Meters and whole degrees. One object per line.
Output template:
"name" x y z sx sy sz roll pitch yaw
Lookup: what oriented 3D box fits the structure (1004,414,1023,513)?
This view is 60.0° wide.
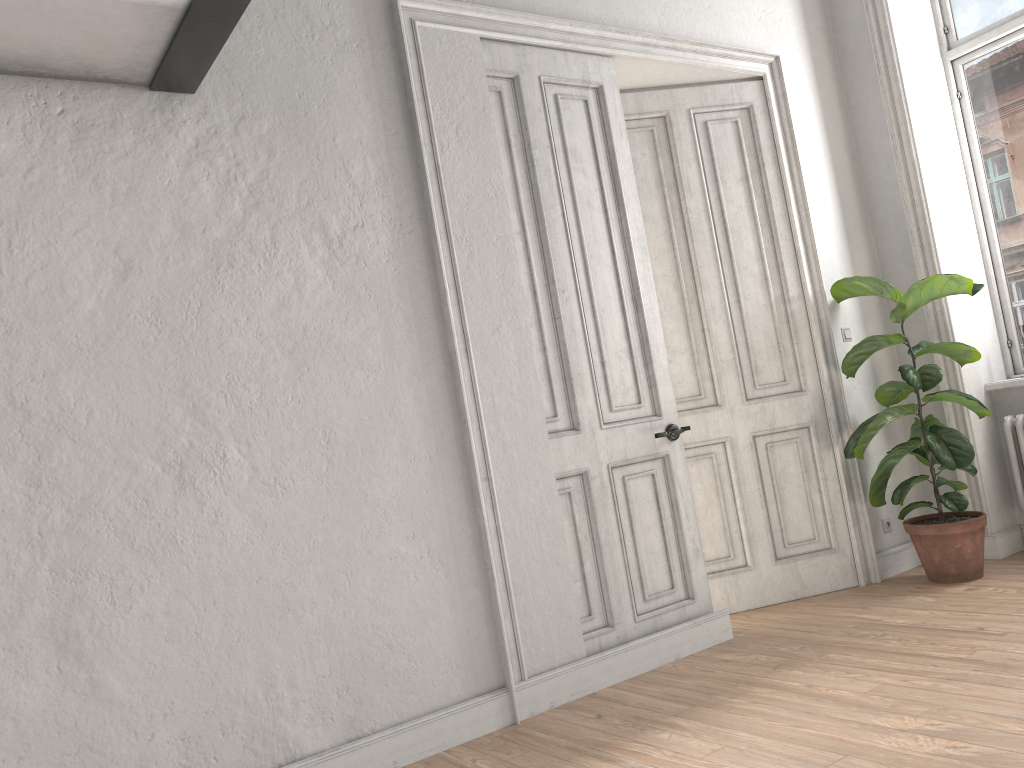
"structure" 3.828 -1.657 2.801 0.340 4.472 5.187 -7 -4 -34

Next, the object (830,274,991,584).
"object" 3.312 -0.261 2.376 0.791 1.841 5.833 -8 -4 -29

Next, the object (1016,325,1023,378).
"object" 2.858 -0.184 4.939 0.095 0.288 0.095 -10 -3 -3

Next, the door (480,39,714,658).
"door" 0.263 -0.135 3.927 1.096 2.813 0.216 -8 -4 -33

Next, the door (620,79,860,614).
"door" 1.124 -0.229 4.719 1.096 2.813 0.216 -9 -3 -10

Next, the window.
"window" 3.152 -1.608 4.513 0.013 2.841 1.624 -7 -4 -34
